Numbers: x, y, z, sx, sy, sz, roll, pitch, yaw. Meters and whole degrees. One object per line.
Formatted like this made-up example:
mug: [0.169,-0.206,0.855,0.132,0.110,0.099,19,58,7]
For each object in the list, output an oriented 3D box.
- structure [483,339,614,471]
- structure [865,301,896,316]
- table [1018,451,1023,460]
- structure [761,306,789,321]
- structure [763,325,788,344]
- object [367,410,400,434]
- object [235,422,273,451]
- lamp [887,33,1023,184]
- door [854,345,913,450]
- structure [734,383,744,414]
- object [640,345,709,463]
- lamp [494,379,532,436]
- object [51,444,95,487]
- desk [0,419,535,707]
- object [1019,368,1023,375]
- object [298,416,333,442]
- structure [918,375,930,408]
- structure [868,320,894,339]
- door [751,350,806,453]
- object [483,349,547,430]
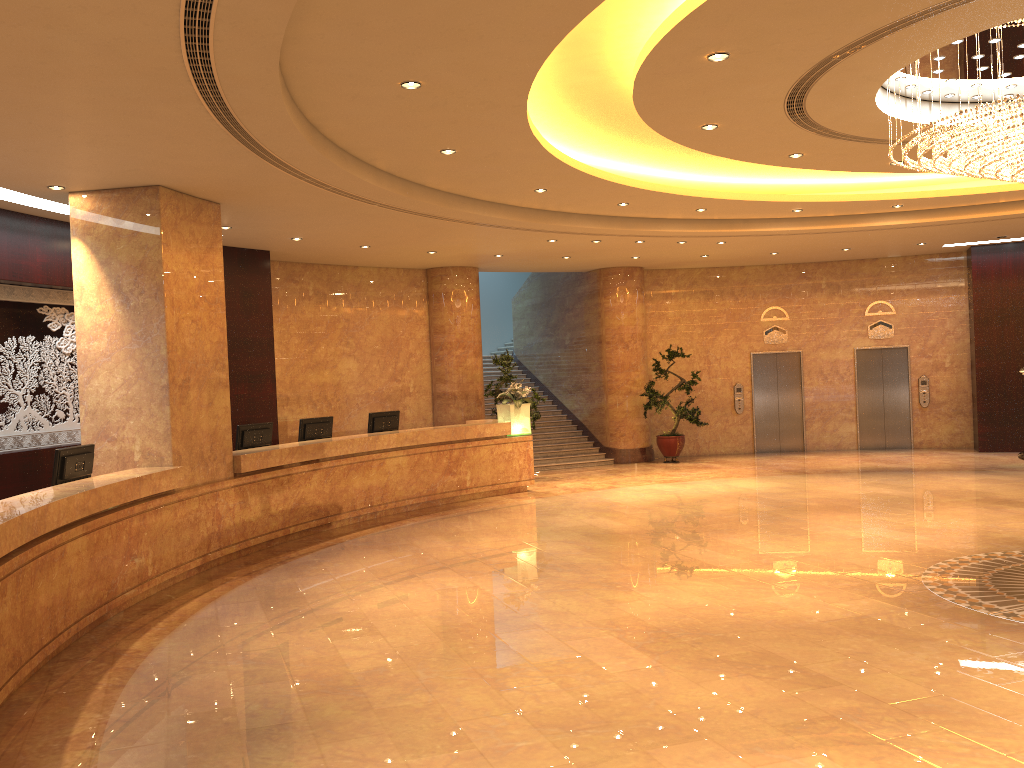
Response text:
structure: [-0.489,-1.085,20.646,9.849,5.560,7.472,-3,1,-21]
structure: [7.638,-1.581,18.404,0.600,0.293,0.010,-2,1,15]
table: [4.903,1.090,7.061,1.493,1.089,1.493,-3,1,-27]
structure: [5.554,-1.493,18.755,0.600,0.293,0.010,-3,1,4]
structure: [5.574,-1.047,18.762,0.504,0.405,0.012,-3,1,4]
object: [-1.918,0.662,13.267,0.531,0.500,0.430,-3,1,-13]
object: [-3.251,0.749,11.191,0.531,0.500,0.430,-3,1,-24]
lamp: [4.735,-2.195,7.069,3.204,1.196,3.206,-2,1,16]
door: [7.734,0.291,18.479,1.070,2.149,0.150,-2,1,15]
structure: [4.812,0.309,18.790,0.200,0.661,0.053,-3,1,1]
object: [3.189,0.393,17.663,1.250,2.363,0.843,-3,1,1]
lamp: [0.069,0.377,14.531,0.606,0.897,0.532,-3,1,-42]
object: [-4.034,0.823,8.159,0.430,0.500,0.531,-2,1,41]
desk: [-2.664,1.368,9.348,3.466,1.155,12.951,-2,1,14]
object: [4.835,0.050,7.018,1.318,0.999,1.277,-2,1,10]
object: [-2.698,0.711,12.205,0.531,0.500,0.430,-3,1,-18]
structure: [8.451,0.155,18.186,0.200,0.661,0.053,-2,1,19]
structure: [7.659,-1.135,18.411,0.504,0.405,0.012,-2,1,15]
door: [5.639,0.377,18.823,1.070,2.145,0.150,-2,1,4]
object: [-0.029,0.559,15.974,0.843,2.363,1.250,-3,1,-40]
